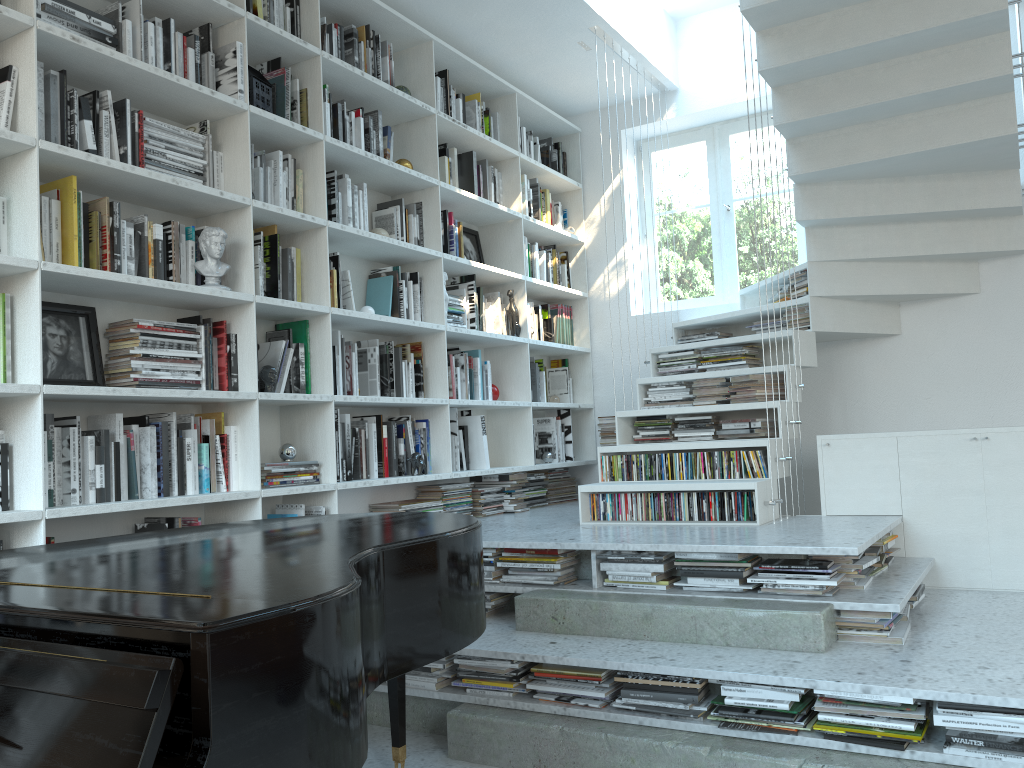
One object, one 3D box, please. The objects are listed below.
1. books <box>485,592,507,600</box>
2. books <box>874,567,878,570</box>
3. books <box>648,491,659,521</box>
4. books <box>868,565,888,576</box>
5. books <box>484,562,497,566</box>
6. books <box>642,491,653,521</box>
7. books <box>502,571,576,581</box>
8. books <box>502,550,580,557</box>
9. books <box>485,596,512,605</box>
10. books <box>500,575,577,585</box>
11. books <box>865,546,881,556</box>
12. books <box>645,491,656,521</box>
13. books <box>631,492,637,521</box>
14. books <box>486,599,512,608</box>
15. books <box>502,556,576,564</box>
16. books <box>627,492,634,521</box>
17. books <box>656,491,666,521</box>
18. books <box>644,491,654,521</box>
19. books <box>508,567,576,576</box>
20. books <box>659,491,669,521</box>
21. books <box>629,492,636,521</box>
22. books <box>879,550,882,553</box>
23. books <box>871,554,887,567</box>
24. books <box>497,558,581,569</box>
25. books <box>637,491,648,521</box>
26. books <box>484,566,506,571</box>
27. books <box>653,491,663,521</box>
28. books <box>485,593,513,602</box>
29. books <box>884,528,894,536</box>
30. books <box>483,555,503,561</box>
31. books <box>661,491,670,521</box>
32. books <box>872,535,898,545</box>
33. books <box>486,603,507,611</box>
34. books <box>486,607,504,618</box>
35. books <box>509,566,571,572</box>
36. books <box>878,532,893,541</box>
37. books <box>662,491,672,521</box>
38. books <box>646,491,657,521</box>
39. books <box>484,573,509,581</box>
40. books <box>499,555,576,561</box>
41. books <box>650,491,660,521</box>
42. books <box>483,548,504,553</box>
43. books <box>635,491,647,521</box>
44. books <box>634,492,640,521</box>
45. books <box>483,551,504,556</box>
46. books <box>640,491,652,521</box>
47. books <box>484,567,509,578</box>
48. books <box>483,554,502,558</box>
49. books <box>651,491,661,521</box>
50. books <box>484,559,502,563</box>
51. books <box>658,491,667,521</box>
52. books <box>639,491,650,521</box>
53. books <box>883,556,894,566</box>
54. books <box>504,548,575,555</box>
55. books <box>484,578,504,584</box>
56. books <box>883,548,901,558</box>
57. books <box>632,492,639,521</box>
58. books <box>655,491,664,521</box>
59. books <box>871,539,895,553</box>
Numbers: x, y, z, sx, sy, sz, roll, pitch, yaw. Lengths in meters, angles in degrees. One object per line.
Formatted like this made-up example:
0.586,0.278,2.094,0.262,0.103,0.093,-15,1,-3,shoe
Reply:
-0.160,0.871,3.698,0.250,0.017,0.181,-5,-4,27,books
1.339,0.701,3.461,0.177,0.015,0.214,-5,-5,31,books
0.658,0.561,4.083,0.008,0.125,0.125,-5,-4,30,books
1.344,0.725,3.458,0.165,0.005,0.287,-5,-5,35,books
-0.129,0.751,3.752,0.215,0.013,0.150,-5,-5,30,books
0.631,0.563,4.099,0.008,0.125,0.125,-5,-4,30,books
0.111,0.773,3.588,0.247,0.014,0.178,-5,-4,28,books
0.119,0.688,3.613,0.296,0.013,0.128,-5,-4,28,books
-0.154,0.897,3.705,0.263,0.017,0.156,-5,-4,26,books
0.109,0.785,3.582,0.253,0.011,0.182,-5,-5,34,books
1.341,0.651,3.462,0.173,0.011,0.203,-5,-4,25,books
0.644,0.562,4.091,0.008,0.125,0.125,-5,-4,30,books
0.584,0.567,4.126,0.007,0.125,0.125,-5,-4,30,books
-0.151,0.912,3.708,0.254,0.012,0.161,-5,-5,31,books
0.110,0.708,3.595,0.254,0.012,0.161,-5,-5,34,books
0.570,0.569,4.134,0.008,0.125,0.125,-5,-4,30,books
0.690,0.558,4.064,0.008,0.125,0.125,-5,-4,30,books
0.637,0.563,4.095,0.008,0.125,0.125,-5,-4,30,books
0.122,0.758,3.608,0.237,0.017,0.138,-5,-4,29,books
0.703,0.557,4.056,0.007,0.125,0.125,-5,-4,30,books
0.577,0.568,4.130,0.009,0.125,0.125,-5,-4,30,books
1.336,0.663,3.464,0.172,0.013,0.246,-5,-4,29,books
1.351,0.686,3.454,0.188,0.014,0.273,-5,-4,25,books
0.110,0.723,3.592,0.293,0.017,0.179,-5,-5,31,books
0.610,0.565,4.111,0.008,0.125,0.125,-5,-4,30,books
-0.130,0.766,3.747,0.221,0.018,0.154,-5,-4,29,books
0.677,0.559,4.071,0.009,0.125,0.125,-5,-4,30,books
-0.157,0.884,3.702,0.277,0.009,0.178,-5,-5,31,books
1.497,0.614,3.717,0.181,0.013,0.285,-5,-4,25,books
-0.135,0.727,3.744,0.234,0.008,0.167,-5,-4,29,books
0.709,0.556,4.052,0.007,0.125,0.125,-5,-4,30,books
1.495,0.651,3.717,0.179,0.012,0.261,-5,-5,34,books
-0.147,0.925,3.713,0.215,0.014,0.138,-5,-5,34,books
-0.159,0.945,3.689,0.202,0.028,0.189,-5,-4,25,books
0.115,0.740,3.598,0.203,0.018,0.159,-5,-4,28,books
1.488,0.634,3.722,0.167,0.024,0.192,-5,-5,35,books
0.716,0.556,4.048,0.010,0.125,0.125,-5,-4,30,books
0.651,0.562,4.087,0.009,0.125,0.125,-5,-4,30,books
-0.138,0.804,3.728,0.235,0.012,0.190,-5,-4,28,books
0.107,0.698,3.590,0.261,0.009,0.187,-5,-4,29,books
0.664,0.560,4.079,0.007,0.125,0.125,-5,-4,30,books
-0.140,0.693,3.740,0.243,0.015,0.165,-5,-4,25,books
0.604,0.566,4.115,0.009,0.125,0.125,-5,-4,30,books
0.597,0.566,4.118,0.008,0.125,0.125,-5,-4,30,books
-0.133,0.707,3.750,0.220,0.013,0.149,-5,-5,33,books
0.624,0.564,4.103,0.008,0.125,0.125,-5,-4,30,books
-0.135,0.787,3.736,0.242,0.023,0.164,-5,-5,34,books
-0.133,0.718,3.749,0.179,0.010,0.160,-5,-5,30,books
0.670,0.560,4.075,0.008,0.125,0.125,-5,-4,30,books
-0.131,0.738,3.750,0.220,0.013,0.144,-5,-5,33,books
0.696,0.558,4.060,0.007,0.125,0.125,-5,-4,30,books
0.617,0.565,4.107,0.007,0.125,0.125,-5,-4,30,books
1.494,0.739,3.716,0.177,0.011,0.220,-5,-4,28,books
0.113,0.667,3.605,0.262,0.028,0.139,-5,-5,35,books
-0.135,0.816,3.731,0.296,0.012,0.183,-5,-4,29,books
1.501,0.705,3.712,0.181,0.008,0.281,-5,-5,35,books
0.590,0.567,4.122,0.007,0.125,0.125,-5,-4,30,books
0.683,0.559,4.067,0.007,0.125,0.125,-5,-4,30,books
1.490,0.673,3.720,0.177,0.030,0.284,-5,-5,31,books
